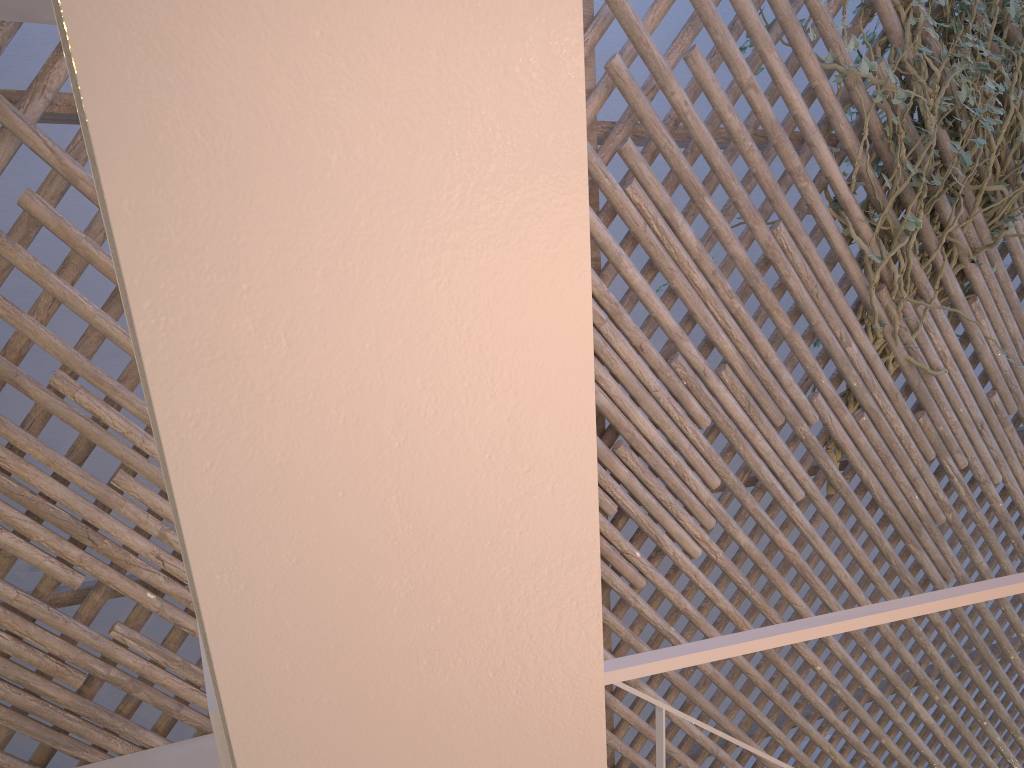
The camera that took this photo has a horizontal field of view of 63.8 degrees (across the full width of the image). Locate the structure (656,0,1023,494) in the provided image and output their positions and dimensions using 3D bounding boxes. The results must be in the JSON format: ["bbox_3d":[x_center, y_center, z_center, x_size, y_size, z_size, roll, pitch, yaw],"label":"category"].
[{"bbox_3d":[1.387,-1.150,2.114,2.294,2.988,0.677,-11,20,-25],"label":"structure"}]

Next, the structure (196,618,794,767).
[{"bbox_3d":[0.478,1.120,1.701,1.913,2.155,1.091,-10,17,-25],"label":"structure"}]

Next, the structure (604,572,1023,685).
[{"bbox_3d":[0.817,0.384,0.815,1.676,0.622,0.025,-6,20,-18],"label":"structure"}]
